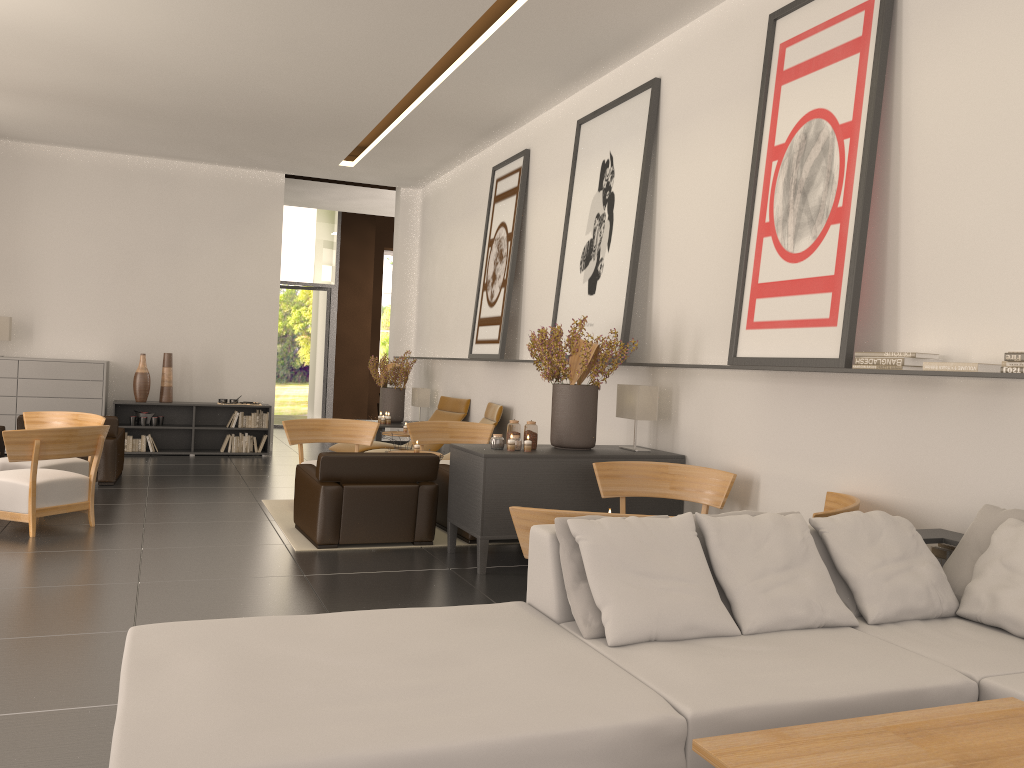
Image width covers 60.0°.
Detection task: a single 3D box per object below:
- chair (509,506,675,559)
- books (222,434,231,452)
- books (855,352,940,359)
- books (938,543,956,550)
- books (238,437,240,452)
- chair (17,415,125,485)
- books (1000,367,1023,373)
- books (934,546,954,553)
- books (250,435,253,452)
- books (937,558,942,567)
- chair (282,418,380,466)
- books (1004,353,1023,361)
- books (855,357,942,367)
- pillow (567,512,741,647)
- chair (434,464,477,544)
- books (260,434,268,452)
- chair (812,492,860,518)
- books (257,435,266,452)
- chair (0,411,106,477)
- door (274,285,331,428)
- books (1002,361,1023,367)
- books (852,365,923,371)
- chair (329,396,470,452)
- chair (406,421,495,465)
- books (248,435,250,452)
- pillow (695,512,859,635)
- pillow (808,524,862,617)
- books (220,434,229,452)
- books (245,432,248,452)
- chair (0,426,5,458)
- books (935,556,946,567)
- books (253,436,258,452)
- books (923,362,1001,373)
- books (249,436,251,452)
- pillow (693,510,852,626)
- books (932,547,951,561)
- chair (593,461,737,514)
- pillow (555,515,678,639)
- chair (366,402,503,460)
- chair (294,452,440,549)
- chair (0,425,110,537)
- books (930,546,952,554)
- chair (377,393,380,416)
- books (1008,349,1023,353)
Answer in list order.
[{"bbox_3d":[0.695,1.446,6.320,1.452,1.226,1.151,3,1,3],"label":"chair"},{"bbox_3d":[-6.033,1.243,18.703,0.156,0.371,0.252,3,0,-22],"label":"books"},{"bbox_3d":[2.978,-0.220,6.874,0.299,0.040,0.526,2,1,-32],"label":"books"},{"bbox_3d":[3.152,1.294,6.411,0.028,0.254,0.168,3,0,-22],"label":"books"},{"bbox_3d":[-5.800,1.276,18.809,0.018,0.318,0.227,3,0,-22],"label":"books"},{"bbox_3d":[-7.053,1.002,14.181,1.537,1.076,1.500,2,1,-22],"label":"chair"},{"bbox_3d":[3.434,-0.079,5.624,0.316,0.040,0.504,2,1,-22],"label":"books"},{"bbox_3d":[3.122,1.305,6.406,0.028,0.231,0.179,3,0,-22],"label":"books"},{"bbox_3d":[-5.567,1.271,18.917,0.057,0.346,0.197,3,0,-22],"label":"books"},{"bbox_3d":[3.000,1.328,6.326,0.039,0.177,0.119,3,0,-22],"label":"books"},{"bbox_3d":[-2.592,1.153,12.901,1.451,1.226,1.151,2,1,-22],"label":"chair"},{"bbox_3d":[3.432,-0.164,5.611,0.284,0.053,0.485,2,1,-22],"label":"books"},{"bbox_3d":[2.992,-0.168,6.876,0.391,0.063,0.498,2,1,-22],"label":"books"},{"bbox_3d":[0.768,1.048,4.873,0.801,0.598,0.585,2,1,-22],"label":"pillow"},{"bbox_3d":[-0.092,1.374,11.380,1.537,1.076,1.500,2,1,-22],"label":"chair"},{"bbox_3d":[-5.331,1.269,18.982,0.156,0.371,0.252,3,0,-22],"label":"books"},{"bbox_3d":[2.157,1.495,7.132,1.151,1.226,1.451,3,1,23],"label":"chair"},{"bbox_3d":[-5.358,1.274,18.972,0.153,0.360,0.249,3,0,-22],"label":"books"},{"bbox_3d":[-6.325,1.012,11.990,1.452,1.226,1.150,3,1,18],"label":"chair"},{"bbox_3d":[-6.714,-0.802,26.466,2.377,4.269,0.100,3,0,-7],"label":"door"},{"bbox_3d":[3.466,-0.117,5.636,0.350,0.038,0.525,2,1,-17],"label":"books"},{"bbox_3d":[2.974,-0.122,6.883,0.376,0.032,0.504,2,1,-22],"label":"books"},{"bbox_3d":[-2.120,0.973,16.814,2.420,1.486,1.300,2,1,-32],"label":"chair"},{"bbox_3d":[-0.865,1.218,13.586,1.451,1.226,1.151,2,1,-22],"label":"chair"},{"bbox_3d":[-5.612,1.265,18.862,0.023,0.357,0.266,3,0,-22],"label":"books"},{"bbox_3d":[1.523,1.078,5.174,0.801,0.595,0.595,2,1,-21],"label":"pillow"},{"bbox_3d":[2.337,1.163,5.665,0.918,0.510,0.616,2,1,-20],"label":"pillow"},{"bbox_3d":[-6.060,1.248,18.694,0.153,0.360,0.249,3,0,-22],"label":"books"},{"bbox_3d":[-5.660,1.239,18.854,0.041,0.404,0.245,3,0,-22],"label":"books"},{"bbox_3d":[-8.713,0.940,13.523,1.537,1.076,1.500,2,1,-22],"label":"chair"},{"bbox_3d":[3.037,1.329,6.340,0.039,0.177,0.119,3,0,-22],"label":"books"},{"bbox_3d":[-5.485,1.286,18.928,0.106,0.325,0.238,3,0,-22],"label":"books"},{"bbox_3d":[3.198,-0.116,6.303,0.301,0.064,0.407,2,1,-32],"label":"books"},{"bbox_3d":[-5.591,1.273,18.870,0.020,0.342,0.268,3,0,-22],"label":"books"},{"bbox_3d":[1.532,1.094,5.325,0.918,0.591,0.557,2,1,-22],"label":"pillow"},{"bbox_3d":[3.073,1.302,6.362,0.039,0.234,0.133,3,0,-22],"label":"books"},{"bbox_3d":[1.404,1.430,8.663,1.452,1.226,1.150,3,1,18],"label":"chair"},{"bbox_3d":[0.718,1.064,5.005,0.918,0.577,0.549,2,1,-22],"label":"pillow"},{"bbox_3d":[-1.437,1.039,15.088,2.420,1.486,1.300,2,1,-12],"label":"chair"},{"bbox_3d":[-1.751,1.312,10.721,1.537,1.076,1.500,2,1,-22],"label":"chair"},{"bbox_3d":[-5.572,1.077,10.459,1.151,1.226,1.451,3,1,23],"label":"chair"},{"bbox_3d":[3.089,1.303,6.394,0.014,0.231,0.181,3,0,-22],"label":"books"},{"bbox_3d":[-3.506,0.867,28.772,1.499,1.076,1.538,2,1,-22],"label":"chair"},{"bbox_3d":[3.433,-0.202,5.627,0.256,0.023,0.434,2,1,-22],"label":"books"}]
